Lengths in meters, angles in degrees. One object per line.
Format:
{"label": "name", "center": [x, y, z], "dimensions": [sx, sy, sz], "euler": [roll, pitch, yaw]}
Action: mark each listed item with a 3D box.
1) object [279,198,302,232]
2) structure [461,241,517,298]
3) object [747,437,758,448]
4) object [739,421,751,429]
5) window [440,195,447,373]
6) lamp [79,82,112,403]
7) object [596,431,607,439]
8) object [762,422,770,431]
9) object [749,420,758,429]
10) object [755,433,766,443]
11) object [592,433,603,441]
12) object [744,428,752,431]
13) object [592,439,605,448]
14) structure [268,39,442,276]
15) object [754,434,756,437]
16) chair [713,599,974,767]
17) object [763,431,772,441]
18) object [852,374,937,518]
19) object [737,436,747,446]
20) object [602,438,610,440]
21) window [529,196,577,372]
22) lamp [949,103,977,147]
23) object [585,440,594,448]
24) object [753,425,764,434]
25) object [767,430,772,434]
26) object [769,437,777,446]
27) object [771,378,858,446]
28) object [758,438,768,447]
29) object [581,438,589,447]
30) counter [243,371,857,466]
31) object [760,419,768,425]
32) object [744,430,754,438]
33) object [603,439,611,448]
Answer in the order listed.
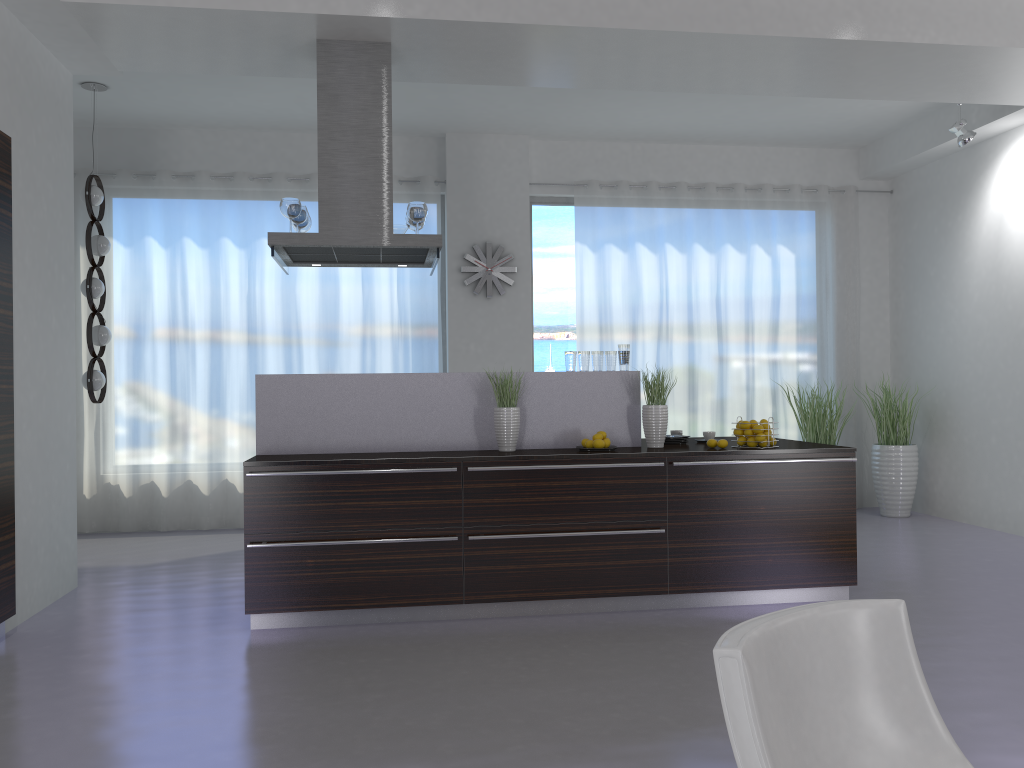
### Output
{"label": "object", "center": [-1.287, -0.964, 5.157], "dimensions": [0.125, 0.221, 0.125], "euler": [-1, 0, 16]}
{"label": "structure", "center": [-0.206, -1.026, 7.952], "dimensions": [0.505, 0.505, 0.076], "euler": [-1, 0, -8]}
{"label": "object", "center": [1.358, 0.329, 5.009], "dimensions": [0.064, 0.063, 0.074], "euler": [-1, 0, 12]}
{"label": "object", "center": [1.323, 0.234, 5.029], "dimensions": [0.063, 0.051, 0.053], "euler": [-1, 0, 39]}
{"label": "window", "center": [-2.098, -0.481, 8.012], "dimensions": [3.000, 2.500, 0.100], "euler": [-1, 0, -8]}
{"label": "lamp", "center": [-3.107, -1.040, 6.619], "dimensions": [0.180, 2.370, 0.367], "euler": [-1, 0, -15]}
{"label": "object", "center": [0.505, 0.289, 5.006], "dimensions": [0.053, 0.048, 0.063], "euler": [0, 0, -42]}
{"label": "object", "center": [1.436, 0.244, 5.019], "dimensions": [0.051, 0.053, 0.063], "euler": [-1, 0, 5]}
{"label": "object", "center": [1.376, 0.230, 5.056], "dimensions": [0.051, 0.053, 0.063], "euler": [-1, 0, -7]}
{"label": "object", "center": [1.389, 0.302, 4.963], "dimensions": [0.061, 0.054, 0.052], "euler": [-1, 0, -31]}
{"label": "object", "center": [0.479, 0.300, 4.960], "dimensions": [0.061, 0.047, 0.053], "euler": [-1, 0, -5]}
{"label": "object", "center": [1.349, 0.275, 5.076], "dimensions": [0.064, 0.053, 0.051], "euler": [-1, 0, -6]}
{"label": "object", "center": [0.481, 0.333, 4.913], "dimensions": [0.070, 0.058, 0.060], "euler": [-1, 0, -10]}
{"label": "structure", "center": [-0.960, -1.341, 5.506], "dimensions": [0.981, 1.231, 0.915], "euler": [-1, 0, -8]}
{"label": "object", "center": [1.417, 0.309, 5.117], "dimensions": [0.052, 0.053, 0.062], "euler": [-1, 0, 29]}
{"label": "chair", "center": [0.668, 0.804, 1.370], "dimensions": [0.508, 0.805, 0.620], "euler": [0, 0, -38]}
{"label": "object", "center": [1.437, 0.294, 5.013], "dimensions": [0.061, 0.055, 0.051], "euler": [-1, 0, -29]}
{"label": "object", "center": [3.419, 0.537, 8.078], "dimensions": [0.656, 1.334, 0.713], "euler": [-1, 0, -24]}
{"label": "object", "center": [1.309, 0.324, 5.045], "dimensions": [0.060, 0.057, 0.052], "euler": [-1, 0, -7]}
{"label": "object", "center": [0.530, 0.330, 5.020], "dimensions": [0.051, 0.053, 0.063], "euler": [-1, 0, 32]}
{"label": "window", "center": [1.612, -0.523, 8.557], "dimensions": [3.000, 2.500, 0.100], "euler": [-1, 0, -8]}
{"label": "lamp", "center": [3.407, -2.047, 6.705], "dimensions": [0.185, 0.511, 0.150], "euler": [-1, 0, -8]}
{"label": "object", "center": [0.438, 0.338, 4.954], "dimensions": [0.063, 0.051, 0.053], "euler": [-1, 0, -5]}
{"label": "object", "center": [1.386, 0.256, 4.989], "dimensions": [0.061, 0.052, 0.053], "euler": [-1, 0, 5]}
{"label": "object", "center": [1.458, 0.279, 5.068], "dimensions": [0.053, 0.054, 0.061], "euler": [-1, 0, 38]}
{"label": "object", "center": [1.480, 0.329, 5.053], "dimensions": [0.053, 0.052, 0.062], "euler": [-1, 0, 31]}
{"label": "object", "center": [2.770, 0.544, 7.950], "dimensions": [0.713, 1.334, 0.656], "euler": [-1, 0, -8]}
{"label": "object", "center": [1.415, 0.330, 4.995], "dimensions": [0.051, 0.053, 0.063], "euler": [-1, 0, 0]}
{"label": "object", "center": [0.422, 0.335, 5.007], "dimensions": [0.061, 0.054, 0.052], "euler": [-1, 0, 39]}
{"label": "counter", "center": [0.190, 0.580, 5.316], "dimensions": [3.291, 1.300, 1.302], "euler": [-1, 0, -8]}
{"label": "object", "center": [1.446, 0.231, 5.085], "dimensions": [0.050, 0.060, 0.059], "euler": [-1, 0, -9]}
{"label": "object", "center": [1.342, 0.278, 5.020], "dimensions": [0.062, 0.053, 0.052], "euler": [0, 0, -36]}
{"label": "object", "center": [0.523, 0.334, 4.962], "dimensions": [0.061, 0.054, 0.052], "euler": [-1, 0, -31]}
